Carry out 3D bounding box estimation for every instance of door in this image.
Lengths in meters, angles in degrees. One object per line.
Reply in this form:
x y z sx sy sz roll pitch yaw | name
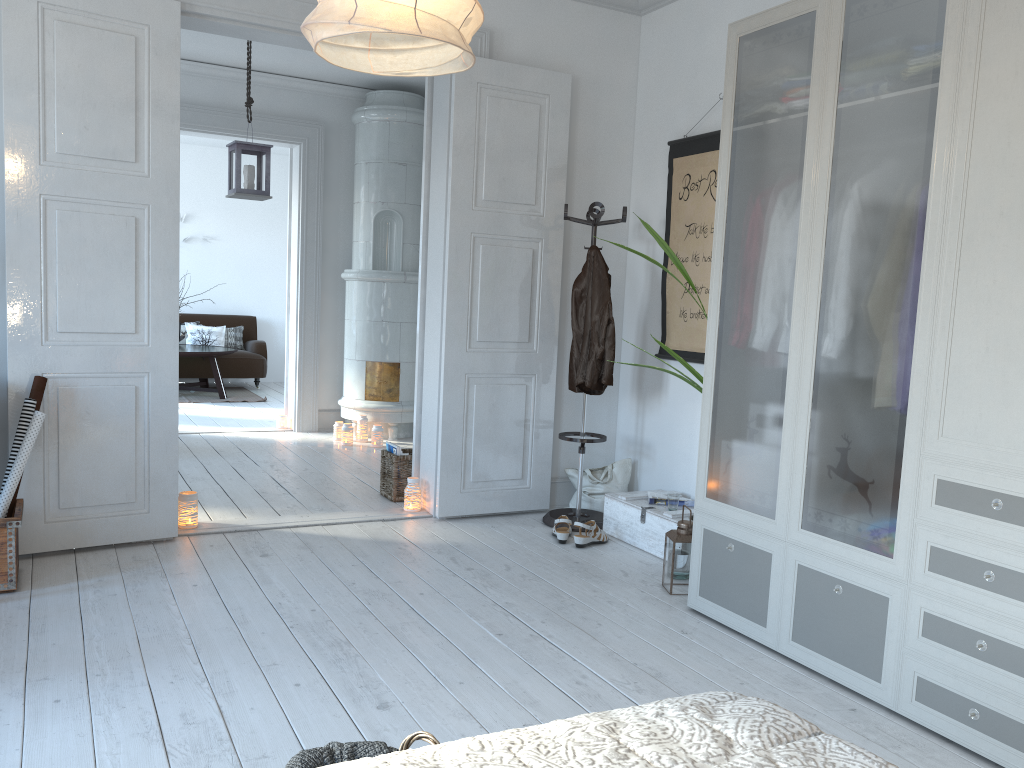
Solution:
-0.978 -0.550 4.340 2.598 2.510 0.576 0 7 -28 | door
-2.367 -0.861 6.992 2.598 2.510 0.576 0 7 -28 | door

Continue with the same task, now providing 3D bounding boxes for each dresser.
1.322 -0.146 2.815 0.630 2.167 1.429 -1 7 -28 | dresser

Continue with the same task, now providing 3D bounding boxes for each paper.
-1.919 0.419 3.373 0.041 0.628 0.283 8 8 40 | paper
0.782 0.569 4.374 0.221 0.031 0.175 3 5 4 | paper
-1.946 0.396 3.423 0.043 0.670 0.266 5 6 17 | paper
-1.953 0.346 3.493 0.048 0.748 0.297 5 6 17 | paper

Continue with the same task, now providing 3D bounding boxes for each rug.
-3.609 0.086 9.438 1.710 0.055 1.453 0 6 -27 | rug

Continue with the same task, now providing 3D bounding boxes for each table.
-3.587 -0.134 9.389 1.299 0.504 1.298 -1 7 -37 | table

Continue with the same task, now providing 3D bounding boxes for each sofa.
-3.937 -0.387 10.067 2.165 0.826 0.967 0 6 -28 | sofa

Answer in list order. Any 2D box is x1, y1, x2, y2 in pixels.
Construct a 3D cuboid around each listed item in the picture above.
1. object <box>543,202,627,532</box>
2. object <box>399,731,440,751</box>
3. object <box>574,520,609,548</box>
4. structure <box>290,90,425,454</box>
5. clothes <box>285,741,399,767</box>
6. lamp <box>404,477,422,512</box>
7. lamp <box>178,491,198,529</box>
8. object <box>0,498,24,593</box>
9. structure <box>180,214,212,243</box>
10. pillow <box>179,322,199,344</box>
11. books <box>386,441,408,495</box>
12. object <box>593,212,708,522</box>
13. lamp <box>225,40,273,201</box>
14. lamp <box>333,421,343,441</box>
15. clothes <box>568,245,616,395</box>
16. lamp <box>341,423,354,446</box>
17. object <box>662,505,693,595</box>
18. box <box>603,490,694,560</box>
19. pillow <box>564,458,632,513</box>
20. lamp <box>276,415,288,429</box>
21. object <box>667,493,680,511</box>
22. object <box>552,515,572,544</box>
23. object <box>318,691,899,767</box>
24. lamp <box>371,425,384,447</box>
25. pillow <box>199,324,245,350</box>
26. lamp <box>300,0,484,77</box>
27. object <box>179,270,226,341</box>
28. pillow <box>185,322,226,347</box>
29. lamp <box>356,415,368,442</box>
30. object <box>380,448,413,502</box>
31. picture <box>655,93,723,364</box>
0.388 -0.088 4.615 0.374 1.662 0.374 0 7 -20 | object
-0.268 0.827 1.538 0.319 0.352 0.319 3 6 4 | object
0.393 0.713 4.311 0.099 0.126 0.272 7 7 35 | object
-1.066 -0.885 7.053 0.800 2.833 1.246 5 6 17 | structure
-0.293 0.817 1.589 0.246 0.270 0.297 0 6 -27 | clothes
-0.532 0.592 4.754 0.093 0.180 0.092 -3 9 -44 | lamp
-1.540 0.599 4.215 0.089 0.167 0.089 -2 7 -35 | lamp
-2.164 0.612 3.237 0.664 0.283 0.339 0 6 -28 | object
-4.036 -1.770 10.355 1.025 0.479 0.085 0 7 -28 | structure
-3.837 -0.549 10.175 0.473 0.348 0.158 0 7 -29 | pillow
-0.607 0.489 5.115 0.201 0.300 0.179 0 7 -28 | books
0.828 0.062 3.782 1.043 1.557 0.288 3 6 2 | object
-1.577 -2.020 5.353 0.228 1.765 0.228 -1 7 -31 | lamp
-1.364 0.371 6.985 0.084 0.147 0.084 0 7 -23 | lamp
0.416 -0.320 4.520 0.237 0.772 0.211 3 6 5 | clothes
-1.257 0.385 6.780 0.089 0.166 0.089 0 7 -26 | lamp
0.708 0.678 3.645 0.132 0.352 0.137 2 6 -5 | object
0.765 0.682 4.324 0.376 0.219 0.640 0 6 -28 | box
0.485 0.562 4.952 0.317 0.315 0.272 0 7 -27 | pillow
-1.919 0.316 7.400 0.093 0.110 0.093 2 6 -11 | lamp
0.761 0.560 4.186 0.060 0.082 0.060 6 7 27 | object
0.247 0.699 4.393 0.099 0.126 0.272 3 5 5 | object
-0.229 0.495 0.914 1.460 0.104 0.404 0 6 -28 | object
-1.027 0.397 6.772 0.089 0.166 0.089 -1 7 -29 | lamp
-3.417 -0.550 10.436 0.542 0.288 0.182 0 7 -27 | pillow
-0.196 -1.220 1.597 0.338 1.233 0.340 3 6 3 | lamp
-3.426 -0.905 9.298 0.525 1.068 0.845 7 7 33 | object
-3.543 -0.551 10.243 0.471 0.309 0.188 0 7 -27 | pillow
-1.177 0.350 6.967 0.098 0.210 0.098 0 7 -23 | lamp
-0.597 0.521 5.124 0.270 0.265 0.223 0 7 -28 | object
0.992 -0.751 4.352 0.057 1.316 0.791 -1 7 -28 | picture
